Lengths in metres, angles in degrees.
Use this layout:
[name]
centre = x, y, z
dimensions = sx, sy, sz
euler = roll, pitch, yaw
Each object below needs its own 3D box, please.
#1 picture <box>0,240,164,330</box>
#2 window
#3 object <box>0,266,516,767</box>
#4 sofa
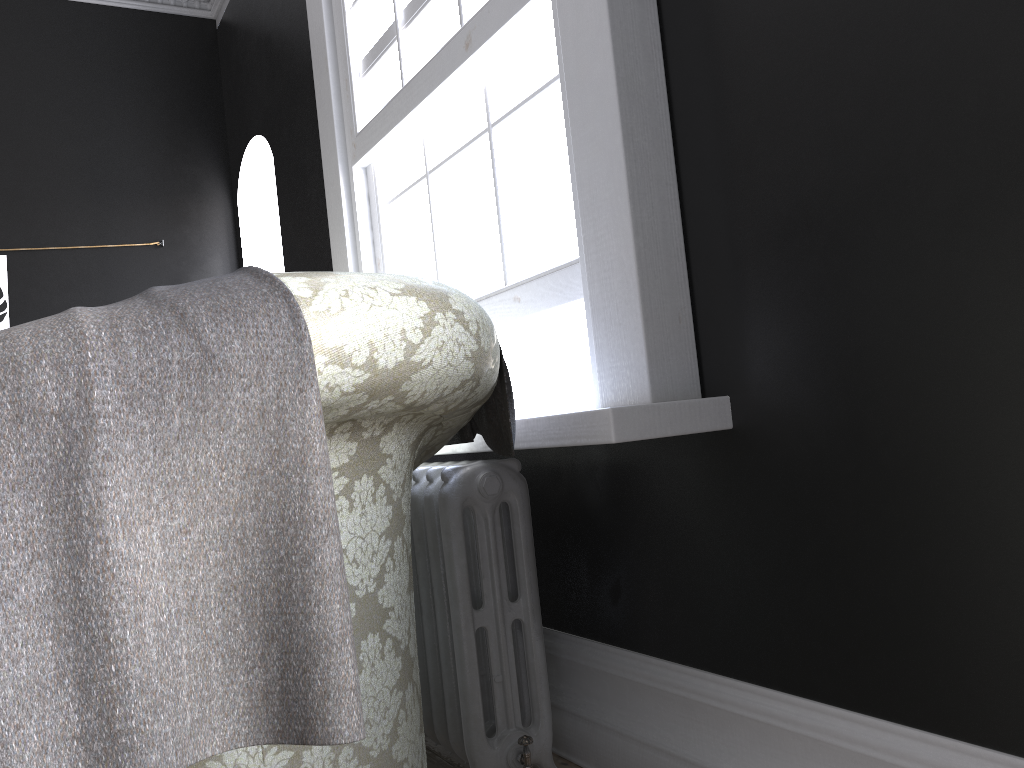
[picture]
centre = -3.879, -0.286, 3.940
dimensions = 4.454, 0.770, 0.058
euler = -4, -2, -30
[window]
centre = -0.222, -1.050, 2.662
dimensions = 0.056, 1.670, 1.265
euler = -5, -2, -30
[object]
centre = -0.310, 0.155, 1.450
dimensions = 0.517, 0.584, 1.367
euler = -7, -3, 20
[sofa]
centre = -0.837, 0.540, 2.228
dimensions = 1.605, 1.160, 2.817
euler = -5, -3, -29
